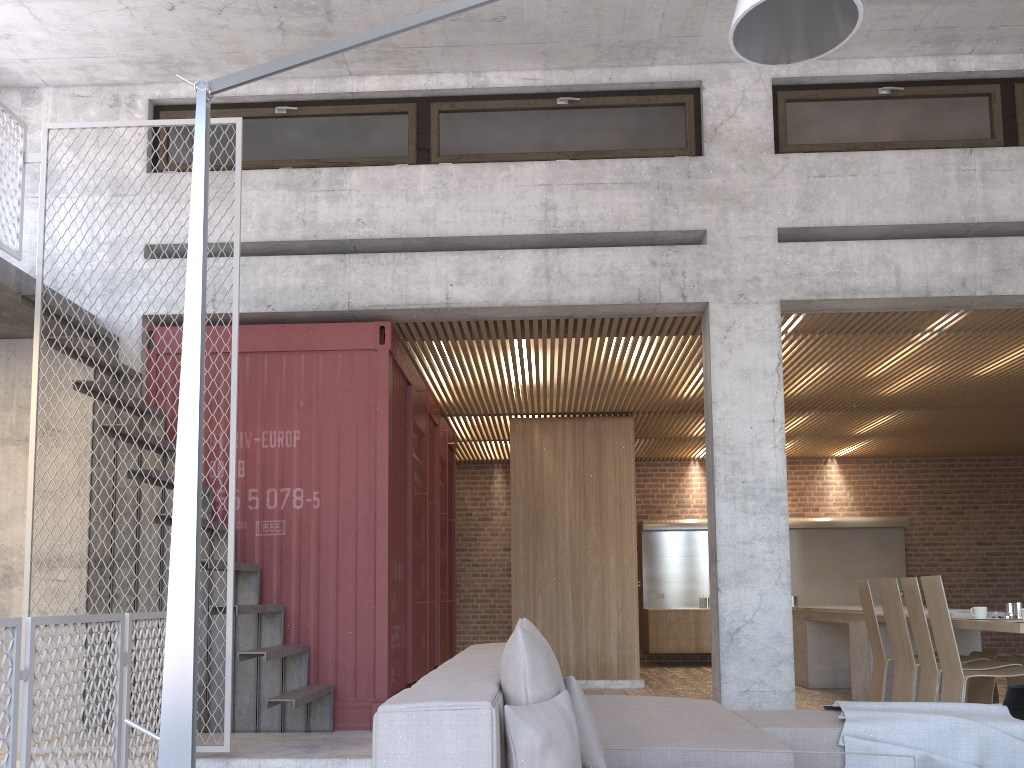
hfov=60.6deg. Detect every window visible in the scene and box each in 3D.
[{"bbox_3d":[1.366,-1.997,6.777,8.433,0.599,0.115,-1,-6,2],"label":"window"}]

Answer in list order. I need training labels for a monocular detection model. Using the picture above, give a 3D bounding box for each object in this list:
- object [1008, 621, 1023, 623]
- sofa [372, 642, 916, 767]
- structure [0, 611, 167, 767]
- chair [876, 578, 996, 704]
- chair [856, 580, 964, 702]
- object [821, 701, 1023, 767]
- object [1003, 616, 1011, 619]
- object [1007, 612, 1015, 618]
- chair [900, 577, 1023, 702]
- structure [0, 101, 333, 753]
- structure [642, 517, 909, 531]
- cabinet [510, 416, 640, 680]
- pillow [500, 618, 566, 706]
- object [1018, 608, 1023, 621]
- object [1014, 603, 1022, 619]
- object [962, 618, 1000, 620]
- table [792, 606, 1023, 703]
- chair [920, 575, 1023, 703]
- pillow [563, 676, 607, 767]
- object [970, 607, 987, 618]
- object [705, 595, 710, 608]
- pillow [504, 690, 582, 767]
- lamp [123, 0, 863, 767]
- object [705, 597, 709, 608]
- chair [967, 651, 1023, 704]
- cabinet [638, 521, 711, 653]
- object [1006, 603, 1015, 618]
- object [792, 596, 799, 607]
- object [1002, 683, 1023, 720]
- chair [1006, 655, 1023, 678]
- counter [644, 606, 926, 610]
[{"bbox_3d":[3.295,1.513,5.576,0.185,0.013,0.189,2,-14,-11],"label":"object"},{"bbox_3d":[1.179,1.573,3.769,3.010,0.770,3.070,-1,-13,2],"label":"sofa"},{"bbox_3d":[-3.038,1.359,3.266,1.926,0.914,4.535,-1,-13,2],"label":"structure"},{"bbox_3d":[3.288,2.102,6.804,0.722,1.173,0.354,0,-6,-1],"label":"chair"},{"bbox_3d":[3.315,2.224,7.307,0.722,1.173,0.354,-2,-6,7],"label":"chair"},{"bbox_3d":[2.379,1.835,4.338,1.602,0.493,1.065,-5,-13,20],"label":"object"},{"bbox_3d":[3.504,1.650,6.205,0.051,0.019,0.052,3,-13,-15],"label":"object"},{"bbox_3d":[3.525,1.634,6.194,0.051,0.044,0.052,-4,-11,20],"label":"object"},{"bbox_3d":[3.251,1.981,6.301,0.722,1.173,0.354,-2,-6,7],"label":"chair"},{"bbox_3d":[-2.915,0.170,4.809,3.037,4.232,3.761,-1,-9,2],"label":"structure"},{"bbox_3d":[4.083,2.183,13.687,4.076,0.154,0.213,-1,-11,2],"label":"structure"},{"bbox_3d":[0.821,2.357,12.201,1.518,3.063,3.841,-1,-10,2],"label":"cabinet"},{"bbox_3d":[0.079,1.059,2.905,0.221,0.546,0.576,-1,-10,4],"label":"pillow"},{"bbox_3d":[3.285,1.470,5.570,0.118,0.086,0.094,10,-14,-43],"label":"object"},{"bbox_3d":[3.583,1.603,6.204,0.053,0.110,0.053,6,-9,-42],"label":"object"},{"bbox_3d":[3.365,1.687,6.297,0.185,0.013,0.189,2,-14,-11],"label":"object"},{"bbox_3d":[3.758,2.516,7.962,1.011,0.901,5.313,-1,-13,2],"label":"table"},{"bbox_3d":[3.169,1.860,5.799,0.722,1.173,0.354,-1,-6,6],"label":"chair"},{"bbox_3d":[0.194,1.220,3.149,0.170,0.365,0.383,2,-10,-24],"label":"pillow"},{"bbox_3d":[3.355,1.644,6.291,0.118,0.086,0.094,10,-14,-43],"label":"object"},{"bbox_3d":[3.034,3.337,13.465,0.144,0.207,0.053,-1,-6,2],"label":"object"},{"bbox_3d":[0.100,1.113,2.600,0.152,0.369,0.374,-5,-10,35],"label":"pillow"},{"bbox_3d":[-0.102,0.064,2.899,2.629,3.364,0.767,1,-6,-10],"label":"lamp"},{"bbox_3d":[2.999,3.356,13.465,0.060,0.156,0.061,-3,-7,17],"label":"object"},{"bbox_3d":[4.216,2.207,7.272,0.722,1.173,0.354,0,-6,-4],"label":"chair"},{"bbox_3d":[4.092,3.101,13.591,4.114,2.038,1.096,-1,-7,2],"label":"cabinet"},{"bbox_3d":[3.551,1.616,6.253,0.053,0.107,0.053,6,-9,-42],"label":"object"},{"bbox_3d":[4.307,3.351,13.489,0.191,0.167,0.194,-3,-10,13],"label":"object"},{"bbox_3d":[2.546,1.567,4.341,0.298,0.165,0.309,2,-12,-10],"label":"object"},{"bbox_3d":[4.256,2.084,6.766,0.722,1.173,0.354,-1,-6,2],"label":"chair"},{"bbox_3d":[4.087,3.412,13.347,4.076,0.020,0.669,-1,-14,2],"label":"counter"}]
